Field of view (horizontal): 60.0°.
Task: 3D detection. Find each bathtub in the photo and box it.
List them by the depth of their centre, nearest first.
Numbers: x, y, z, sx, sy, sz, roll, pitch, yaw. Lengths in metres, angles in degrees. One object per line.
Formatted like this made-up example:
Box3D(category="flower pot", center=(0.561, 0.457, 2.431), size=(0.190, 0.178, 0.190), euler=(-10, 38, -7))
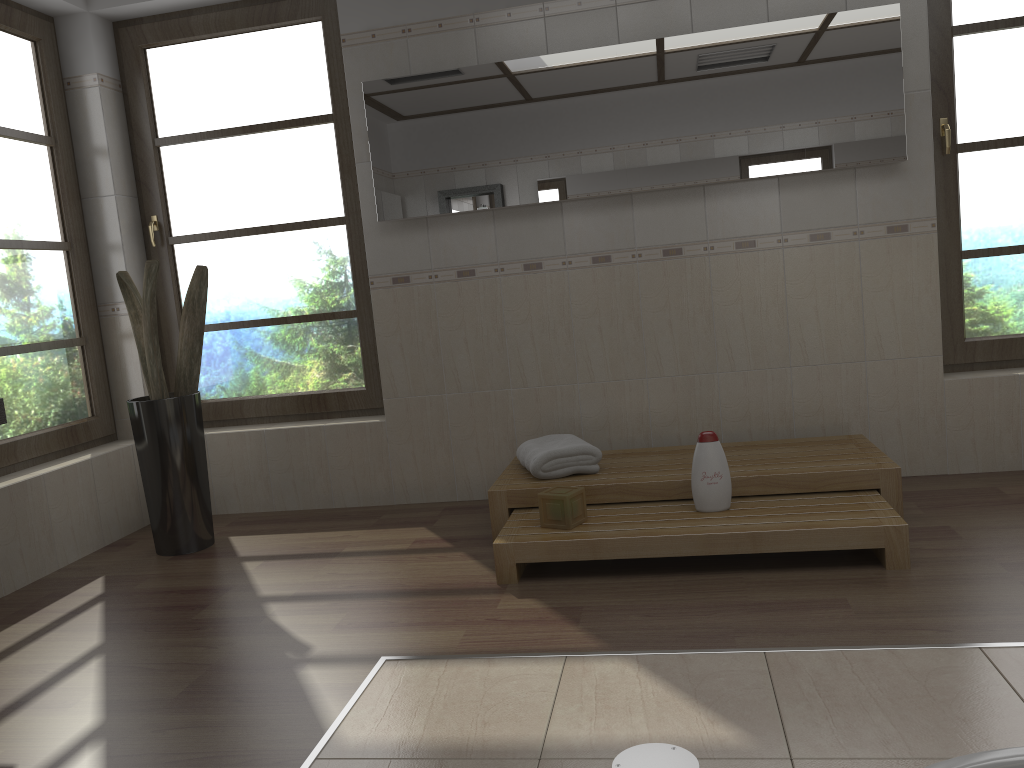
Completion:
Box3D(category="bathtub", center=(0.897, 1.137, 0.705), size=(1.754, 0.674, 1.751), euler=(-10, 8, -34))

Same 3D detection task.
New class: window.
Box3D(category="window", center=(2.336, -1.081, 3.606), size=(1.188, 1.934, 0.117), euler=(-5, 7, 10))
Box3D(category="window", center=(-2.118, -0.648, 3.724), size=(0.117, 1.934, 0.998), euler=(-5, 7, 10))
Box3D(category="window", center=(-1.246, -0.798, 4.272), size=(1.124, 1.934, 0.117), euler=(-5, 7, 10))

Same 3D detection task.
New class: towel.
Box3D(category="towel", center=(0.176, 0.281, 3.558), size=(0.280, 0.119, 0.399), euler=(-7, 7, -10))

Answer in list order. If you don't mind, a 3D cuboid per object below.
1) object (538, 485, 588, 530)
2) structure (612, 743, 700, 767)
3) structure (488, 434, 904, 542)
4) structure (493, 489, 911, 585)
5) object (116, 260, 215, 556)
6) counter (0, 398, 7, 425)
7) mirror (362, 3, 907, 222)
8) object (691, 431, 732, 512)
Box3D(category="object", center=(0.174, 0.422, 3.032), size=(0.120, 0.120, 0.120), euler=(-1, 8, 35))
Box3D(category="structure", center=(0.253, 0.721, 1.531), size=(0.150, 0.131, 0.150), euler=(-4, 7, 15))
Box3D(category="structure", center=(0.684, 0.410, 3.478), size=(1.450, 0.220, 0.620), euler=(-5, 7, 10))
Box3D(category="structure", center=(0.624, 0.501, 3.091), size=(1.280, 0.140, 0.620), euler=(-5, 7, 10))
Box3D(category="object", center=(-1.438, 0.102, 3.671), size=(0.413, 1.209, 0.343), euler=(-5, 7, 10))
Box3D(category="counter", center=(-2.089, 0.309, 1.211), size=(0.510, 0.080, 3.220), euler=(-5, 7, 10))
Box3D(category="mirror", center=(0.457, -1.098, 3.678), size=(2.200, 0.600, 0.005), euler=(-5, 7, 10))
Box3D(category="object", center=(0.673, 0.296, 3.010), size=(0.134, 0.276, 0.063), euler=(-5, 7, 3))
